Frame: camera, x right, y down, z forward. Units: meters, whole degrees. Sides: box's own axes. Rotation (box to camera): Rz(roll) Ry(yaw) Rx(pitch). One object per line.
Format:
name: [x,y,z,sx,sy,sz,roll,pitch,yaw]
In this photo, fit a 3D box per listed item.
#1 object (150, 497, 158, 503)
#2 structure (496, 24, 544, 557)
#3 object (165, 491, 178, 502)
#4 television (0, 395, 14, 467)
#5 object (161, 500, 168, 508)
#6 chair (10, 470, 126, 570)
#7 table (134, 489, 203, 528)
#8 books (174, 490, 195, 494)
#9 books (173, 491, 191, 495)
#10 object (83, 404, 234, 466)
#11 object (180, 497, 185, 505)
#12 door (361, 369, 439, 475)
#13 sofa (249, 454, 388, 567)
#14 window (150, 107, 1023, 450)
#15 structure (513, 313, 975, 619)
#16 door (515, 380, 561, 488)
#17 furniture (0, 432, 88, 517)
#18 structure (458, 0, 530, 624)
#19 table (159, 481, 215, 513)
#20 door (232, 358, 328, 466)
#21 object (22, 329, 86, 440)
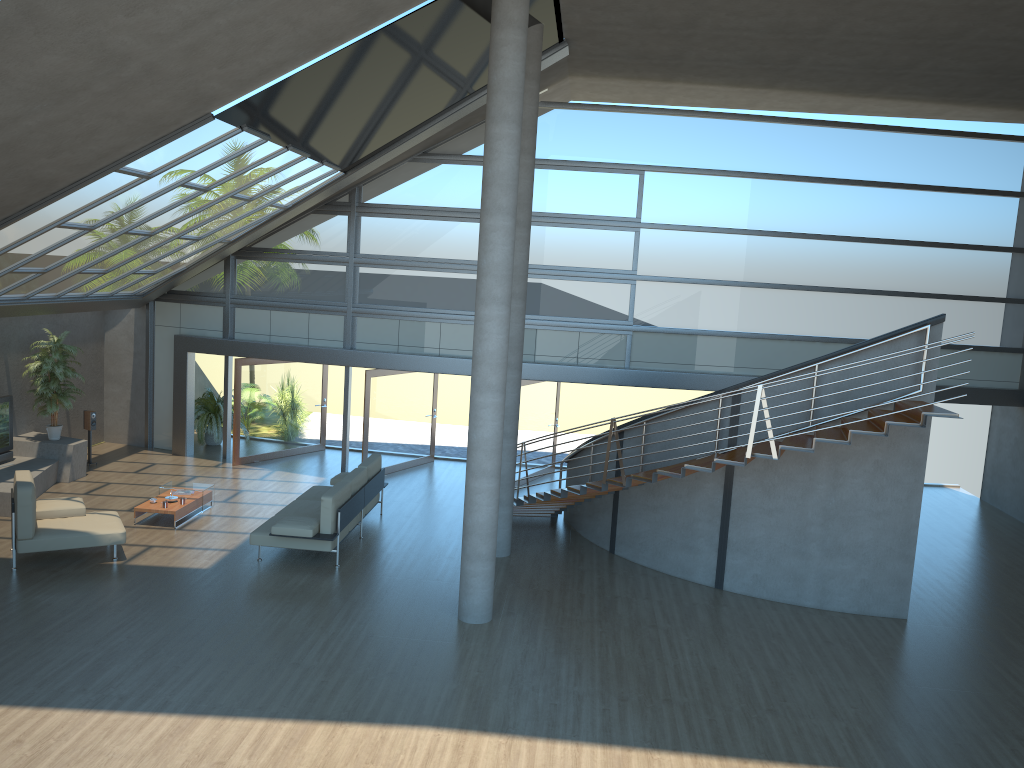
object: [-5.103,1.650,12.621,0.102,0.086,0.100,5,7,8]
structure: [0.007,-1.220,11.685,0.381,7.125,0.382,-3,10,-41]
object: [-4.890,1.611,12.735,0.178,0.161,0.178,-3,10,-44]
television: [-8.017,0.797,13.282,0.396,1.063,1.568,4,7,4]
object: [-4.866,1.682,12.425,0.085,0.101,0.070,4,7,3]
chair: [-5.536,1.609,11.042,1.244,1.023,1.217,-1,8,-30]
table: [-4.916,1.794,12.919,0.600,0.250,1.200,4,7,4]
books: [-4.895,1.618,13.276,0.275,0.005,0.189,2,7,-12]
books: [-4.917,1.626,13.228,0.275,0.005,0.189,2,7,-15]
object: [-9.278,1.129,13.322,7.863,0.982,21.345,4,7,8]
object: [-4.696,1.663,12.659,0.070,0.101,0.085,8,8,32]
door: [-2.053,0.646,16.537,0.200,1.977,2.298,7,8,28]
sofa: [-2.631,1.665,12.426,1.166,0.947,3.079,4,7,4]
window: [1.353,-1.419,15.979,16.616,6.630,1.098,4,7,3]
structure: [2.052,0.707,11.370,6.809,3.653,2.349,10,10,42]
door: [0.383,0.827,16.291,0.200,1.977,2.298,7,8,25]
furniture: [-7.602,1.346,13.778,1.577,0.610,2.936,4,7,4]
structure: [-0.193,-0.944,9.384,0.381,7.125,0.382,4,7,4]
table: [-4.878,1.693,13.308,0.680,0.342,0.400,4,7,4]
door: [-4.399,0.440,17.020,0.200,1.977,2.298,8,9,33]
object: [-7.545,0.000,14.591,0.932,1.857,0.895,-2,9,-37]
